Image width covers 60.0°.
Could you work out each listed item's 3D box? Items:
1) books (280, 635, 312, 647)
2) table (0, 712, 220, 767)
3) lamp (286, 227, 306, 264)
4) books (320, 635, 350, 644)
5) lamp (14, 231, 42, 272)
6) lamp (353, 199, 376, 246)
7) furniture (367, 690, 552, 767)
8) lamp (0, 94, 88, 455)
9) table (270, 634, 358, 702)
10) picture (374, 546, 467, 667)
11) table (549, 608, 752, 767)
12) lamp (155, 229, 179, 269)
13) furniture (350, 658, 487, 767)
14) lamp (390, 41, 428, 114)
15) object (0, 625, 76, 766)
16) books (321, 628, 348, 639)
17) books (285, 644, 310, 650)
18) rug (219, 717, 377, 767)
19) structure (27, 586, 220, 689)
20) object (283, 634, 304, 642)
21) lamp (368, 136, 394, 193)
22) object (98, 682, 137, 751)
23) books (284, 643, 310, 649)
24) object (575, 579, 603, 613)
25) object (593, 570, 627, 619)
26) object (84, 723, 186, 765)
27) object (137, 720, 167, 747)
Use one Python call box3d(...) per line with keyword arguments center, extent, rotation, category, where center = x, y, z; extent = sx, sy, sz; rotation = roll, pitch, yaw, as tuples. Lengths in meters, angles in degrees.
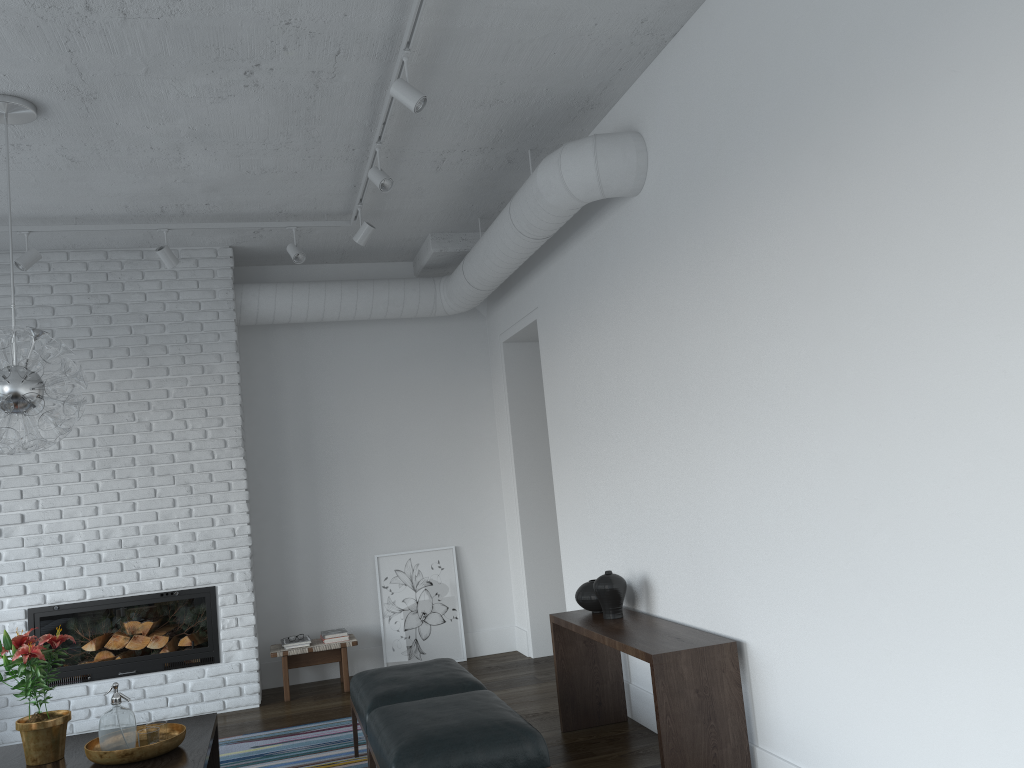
box3d(center=(-1.551, 1.846, 6.366), extent=(0.202, 0.019, 0.280), rotation=(-4, -6, -18), category="books")
box3d(center=(-1.834, 1.713, 3.373), extent=(1.306, 0.394, 1.362), rotation=(-4, -6, -16), category="table")
box3d(center=(-1.421, -0.920, 5.803), extent=(0.093, 0.285, 0.154), rotation=(-1, -8, -37), category="lamp")
box3d(center=(-1.290, 1.844, 6.451), extent=(0.185, 0.032, 0.267), rotation=(-4, -6, -18), category="books")
box3d(center=(-2.939, -0.816, 5.378), extent=(0.090, 0.285, 0.154), rotation=(-11, -8, 42), category="lamp")
box3d(center=(-0.928, -1.001, 5.510), extent=(0.154, 0.285, 0.104), rotation=(-8, -7, 24), category="lamp")
box3d(center=(-0.235, 1.540, 3.532), extent=(0.583, 0.476, 0.827), rotation=(-4, -6, -16), category="furniture")
box3d(center=(-2.174, -0.468, 3.857), extent=(0.552, 1.546, 0.552), rotation=(-2, -7, -28), category="lamp")
box3d(center=(-1.416, 2.037, 6.377), extent=(0.605, 0.345, 0.405), rotation=(-4, -6, -16), category="table")
box3d(center=(-0.713, 1.746, 6.912), extent=(0.637, 0.884, 0.093), rotation=(-4, -6, -16), category="picture")
box3d(center=(0.591, 1.459, 4.197), extent=(0.375, 0.617, 1.362), rotation=(-4, -6, -16), category="table")
box3d(center=(-2.182, -0.868, 5.592), extent=(0.097, 0.285, 0.154), rotation=(-8, -7, 24), category="lamp")
box3d(center=(-0.458, 1.649, 4.347), extent=(0.584, 0.478, 0.828), rotation=(-4, -6, -16), category="furniture")
box3d(center=(-0.432, -1.250, 3.647), extent=(0.154, 0.285, 0.100), rotation=(-6, -6, 7), category="lamp")
box3d(center=(-1.965, 1.276, 3.653), extent=(0.275, 0.558, 0.284), rotation=(-10, -8, 36), category="object")
box3d(center=(-1.295, 1.817, 6.462), extent=(0.173, 0.025, 0.238), rotation=(-4, -6, -18), category="books")
box3d(center=(-1.544, 1.871, 6.364), extent=(0.172, 0.011, 0.273), rotation=(-4, -6, -17), category="books")
box3d(center=(-1.716, 1.902, 3.342), extent=(2.735, 0.012, 3.760), rotation=(-4, -6, -16), category="rug")
box3d(center=(-2.625, 1.738, 6.153), extent=(1.168, 0.578, 0.675), rotation=(-4, -6, -16), category="structure")
box3d(center=(-1.572, 1.821, 6.372), extent=(0.093, 0.038, 0.134), rotation=(-11, -8, 41), category="object")
box3d(center=(-0.687, -1.124, 4.590), extent=(0.094, 0.285, 0.154), rotation=(0, -8, -42), category="lamp")
box3d(center=(-1.625, 1.375, 3.651), extent=(0.143, 0.288, 0.143), rotation=(0, -9, -44), category="object")
box3d(center=(-1.545, 1.858, 6.355), extent=(0.171, 0.011, 0.306), rotation=(-4, -6, -17), category="books")
box3d(center=(0.460, 1.134, 4.743), extent=(0.245, 0.168, 0.245), rotation=(-3, -7, -24), category="object")
box3d(center=(0.504, 1.072, 4.521), extent=(0.171, 0.236, 0.171), rotation=(-4, -6, -11), category="object")
box3d(center=(-1.534, 1.476, 3.625), extent=(0.383, 0.068, 0.383), rotation=(-9, -7, 27), category="object")
box3d(center=(-1.481, 1.460, 3.660), extent=(0.085, 0.089, 0.195), rotation=(-5, -6, -6), category="object")
